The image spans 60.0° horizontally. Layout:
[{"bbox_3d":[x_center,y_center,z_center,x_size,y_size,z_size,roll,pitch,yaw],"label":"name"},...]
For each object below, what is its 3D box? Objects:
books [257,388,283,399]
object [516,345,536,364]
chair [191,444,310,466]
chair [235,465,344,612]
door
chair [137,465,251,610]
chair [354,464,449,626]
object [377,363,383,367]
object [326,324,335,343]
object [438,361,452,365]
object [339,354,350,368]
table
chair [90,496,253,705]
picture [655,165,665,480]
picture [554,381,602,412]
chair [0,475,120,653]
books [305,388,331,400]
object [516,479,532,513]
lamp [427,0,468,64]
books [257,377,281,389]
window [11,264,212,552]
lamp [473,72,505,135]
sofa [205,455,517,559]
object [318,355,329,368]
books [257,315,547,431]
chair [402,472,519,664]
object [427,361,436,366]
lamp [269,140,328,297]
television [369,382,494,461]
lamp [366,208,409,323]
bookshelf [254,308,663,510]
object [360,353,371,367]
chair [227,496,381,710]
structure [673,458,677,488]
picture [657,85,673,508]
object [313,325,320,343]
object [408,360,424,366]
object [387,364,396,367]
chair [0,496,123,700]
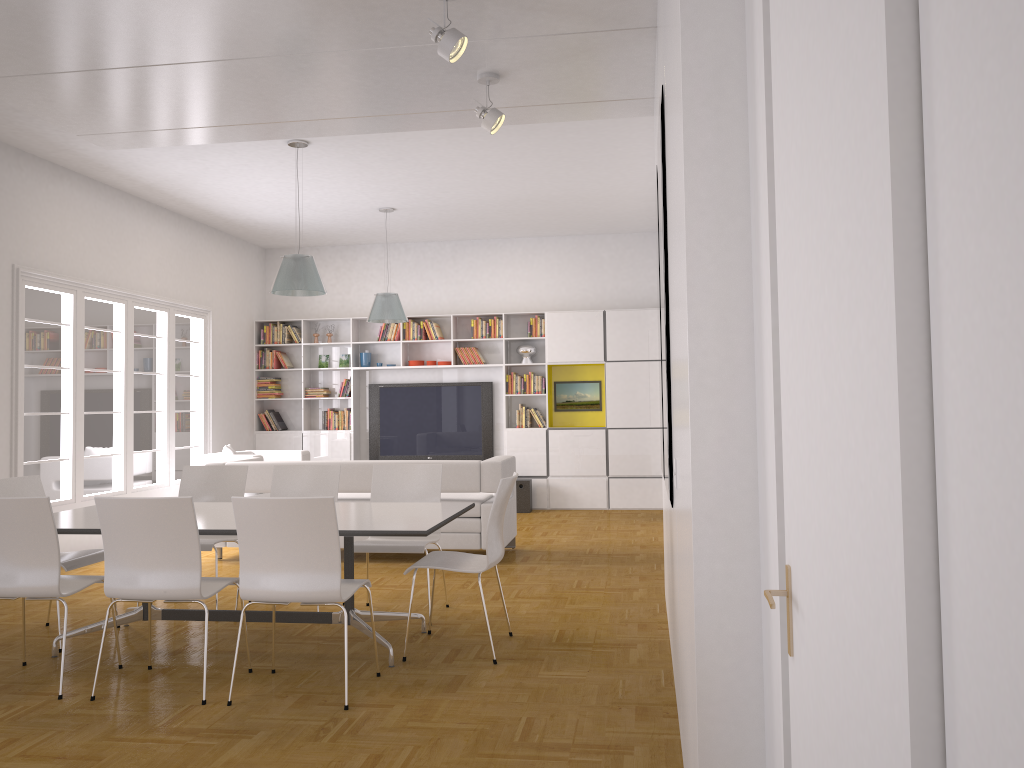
[{"bbox_3d":[-3.229,0.139,11.837,0.284,0.153,0.207,-1,-2,8],"label":"books"},{"bbox_3d":[0.181,-0.370,11.340,0.256,0.239,0.256,-1,-2,16],"label":"object"},{"bbox_3d":[-2.811,1.105,9.641,0.801,0.912,1.095,-2,-2,18],"label":"chair"},{"bbox_3d":[-1.417,1.010,5.753,0.561,0.932,0.575,-1,-2,8],"label":"chair"},{"bbox_3d":[0.469,0.110,1.289,0.132,2.455,0.870,-1,-2,8],"label":"door"},{"bbox_3d":[-2.070,1.023,5.850,0.561,0.932,0.575,-1,-2,8],"label":"chair"},{"bbox_3d":[-0.723,0.997,5.651,0.561,0.932,0.575,-1,-2,8],"label":"chair"},{"bbox_3d":[-1.733,-0.247,11.611,0.078,0.056,0.078,-2,-2,34],"label":"object"},{"bbox_3d":[-2.452,-0.662,11.789,0.179,0.260,0.119,-2,-3,29],"label":"object"},{"bbox_3d":[-0.870,-0.263,11.477,0.182,0.054,0.182,-1,-1,5],"label":"object"},{"bbox_3d":[-2.231,-0.303,11.809,0.144,0.190,0.051,-1,-2,8],"label":"object"},{"bbox_3d":[-1.501,1.094,4.974,2.410,0.723,1.210,-1,-2,8],"label":"table"},{"bbox_3d":[-1.619,0.977,4.210,0.561,0.932,0.575,-1,-2,8],"label":"chair"},{"bbox_3d":[0.873,-0.344,5.229,0.013,1.782,0.786,-1,-2,8],"label":"picture"},{"bbox_3d":[0.843,0.157,11.355,0.609,0.388,0.007,-1,-3,8],"label":"picture"},{"bbox_3d":[-2.708,1.017,5.175,0.575,0.932,0.560,-1,-2,8],"label":"chair"},{"bbox_3d":[-2.567,0.127,11.739,0.284,0.153,0.207,-1,-2,8],"label":"books"},{"bbox_3d":[0.128,1.373,10.871,0.211,0.391,0.217,-1,-2,8],"label":"object"},{"bbox_3d":[-0.292,-1.729,4.271,0.167,0.365,0.173,1,-3,-39],"label":"lamp"},{"bbox_3d":[-3.247,-0.009,11.846,0.252,0.153,0.207,-1,-2,8],"label":"books"},{"bbox_3d":[-3.879,0.318,8.865,0.195,2.530,3.348,-1,-2,8],"label":"window"},{"bbox_3d":[-0.122,-1.704,5.415,0.167,0.365,0.173,1,-3,-39],"label":"lamp"},{"bbox_3d":[-1.312,1.086,7.897,2.622,0.849,0.822,-1,-2,8],"label":"sofa"},{"bbox_3d":[-2.517,-0.298,11.852,0.144,0.190,0.051,-1,-2,8],"label":"object"},{"bbox_3d":[-1.467,-0.132,11.572,3.862,1.457,0.235,-1,-3,8],"label":"books"},{"bbox_3d":[-0.248,0.963,4.811,0.575,0.932,0.560,-1,-2,8],"label":"chair"},{"bbox_3d":[-1.046,-0.262,11.522,0.128,0.073,0.129,-1,-2,5],"label":"object"},{"bbox_3d":[-1.757,-1.368,7.288,0.464,1.251,0.464,-1,-2,8],"label":"lamp"},{"bbox_3d":[-1.059,0.531,11.584,1.660,1.089,0.082,-1,-3,8],"label":"television"},{"bbox_3d":[-1.382,-1.314,9.801,0.464,1.251,0.464,-1,-2,8],"label":"lamp"},{"bbox_3d":[-0.719,0.354,11.475,5.364,2.482,0.389,-1,-3,8],"label":"bookshelf"},{"bbox_3d":[-1.921,-0.311,11.642,0.147,0.193,0.147,-1,-2,-2],"label":"object"},{"bbox_3d":[-0.966,0.965,4.114,0.561,0.932,0.575,-1,-2,8],"label":"chair"},{"bbox_3d":[0.607,0.330,3.299,0.013,0.104,0.114,-1,-2,8],"label":"structure"},{"bbox_3d":[0.704,-0.368,4.101,0.016,1.782,0.786,-1,-2,8],"label":"picture"},{"bbox_3d":[-2.573,-0.670,11.790,0.120,0.279,0.179,-1,-2,14],"label":"object"},{"bbox_3d":[-1.247,-0.265,11.552,0.210,0.073,0.211,0,-2,-17],"label":"object"},{"bbox_3d":[-1.578,-0.238,11.588,0.124,0.032,0.123,-1,-1,-6],"label":"object"},{"bbox_3d":[-2.313,0.990,4.313,0.561,0.932,0.575,-1,-2,8],"label":"chair"}]
